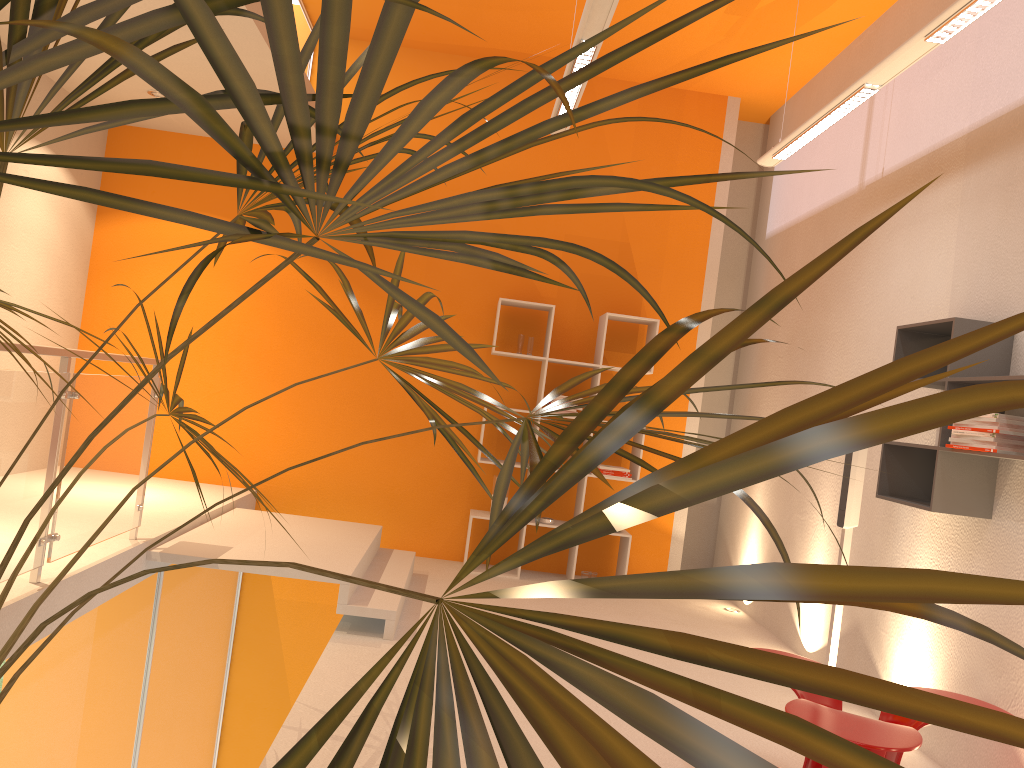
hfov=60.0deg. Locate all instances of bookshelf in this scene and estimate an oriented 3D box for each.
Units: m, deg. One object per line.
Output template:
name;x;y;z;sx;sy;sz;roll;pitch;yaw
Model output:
bookshelf;1.807;0.794;2.366;0.322;2.145;3.370;8;-1;-1
bookshelf;1.054;1.835;5.712;3.516;4.600;1.107;7;-1;45

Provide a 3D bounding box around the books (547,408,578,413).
books;0.372;0.200;6.593;0.190;0.015;0.254;8;-1;-7

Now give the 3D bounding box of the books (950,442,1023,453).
books;1.823;0.243;3.344;0.190;0.011;0.268;8;-1;-6

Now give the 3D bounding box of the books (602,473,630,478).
books;0.726;0.662;6.547;0.268;0.011;0.190;8;-1;-1

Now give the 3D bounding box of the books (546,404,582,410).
books;0.386;0.170;6.583;0.230;0.017;0.227;8;-1;-8

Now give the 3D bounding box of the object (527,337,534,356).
object;-1.041;2.158;3.216;0.351;5.384;6.779;7;-1;17

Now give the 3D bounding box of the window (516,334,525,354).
window;-1.201;2.113;2.228;0.481;5.399;8.922;7;-1;9

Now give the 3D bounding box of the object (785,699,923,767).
object;1.008;1.247;2.697;0.391;0.450;0.420;7;-1;27

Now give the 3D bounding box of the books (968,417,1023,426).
books;1.831;0.143;3.347;0.190;0.015;0.254;8;-1;-6

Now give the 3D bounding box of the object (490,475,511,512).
object;-0.089;0.830;6.560;0.129;0.291;0.129;7;-1;25

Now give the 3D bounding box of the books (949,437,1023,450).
books;1.822;0.229;3.354;0.190;0.015;0.254;8;-1;-12

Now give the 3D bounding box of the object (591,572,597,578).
object;1.401;2.749;0.073;0.102;2.685;13.193;8;-1;-8

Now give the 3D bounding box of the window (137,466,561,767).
window;-1.013;2.639;5.781;2.294;4.526;1.860;8;-1;-3

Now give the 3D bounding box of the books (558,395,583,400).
books;0.396;0.100;6.584;0.230;0.017;0.227;8;-1;-8

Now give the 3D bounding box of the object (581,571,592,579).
object;1.315;2.757;1.383;0.129;2.692;10.507;8;-1;-10

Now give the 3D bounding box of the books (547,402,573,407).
books;0.379;0.154;6.580;0.210;0.013;0.296;8;-1;-3

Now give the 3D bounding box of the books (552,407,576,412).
books;0.371;0.184;6.586;0.190;0.015;0.254;8;-1;-1

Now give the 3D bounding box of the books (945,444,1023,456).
books;1.821;0.255;3.340;0.210;0.013;0.297;8;-1;-8

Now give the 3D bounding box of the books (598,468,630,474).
books;0.731;0.635;6.552;0.254;0.015;0.190;8;-1;-1

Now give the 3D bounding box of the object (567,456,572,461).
object;-1.187;2.549;3.044;0.870;4.604;7.392;7;-1;28

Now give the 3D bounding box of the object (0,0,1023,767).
object;-0.945;0.341;1.697;3.098;2.600;3.241;7;-1;5

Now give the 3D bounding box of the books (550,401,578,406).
books;0.381;0.142;6.584;0.190;0.011;0.268;8;-1;-1

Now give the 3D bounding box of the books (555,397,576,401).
books;0.380;0.114;6.587;0.190;0.015;0.254;8;-1;-1

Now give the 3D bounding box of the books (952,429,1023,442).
books;1.837;0.200;3.345;0.230;0.017;0.227;8;-1;-13

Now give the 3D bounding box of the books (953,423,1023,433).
books;1.832;0.172;3.345;0.190;0.011;0.268;8;-1;-6

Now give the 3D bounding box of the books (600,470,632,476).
books;0.737;0.651;6.549;0.254;0.015;0.190;8;-1;-7

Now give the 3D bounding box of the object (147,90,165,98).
object;-2.292;-1.901;5.764;0.143;0.059;0.143;8;-1;-31

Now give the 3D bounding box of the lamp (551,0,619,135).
lamp;0.405;-1.947;3.484;0.120;1.052;3.195;8;-1;-3

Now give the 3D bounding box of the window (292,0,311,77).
window;-1.509;-2.336;5.808;0.006;0.660;1.860;8;-1;-3

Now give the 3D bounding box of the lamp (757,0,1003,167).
lamp;1.622;-1.785;3.545;0.120;1.052;3.195;8;-1;-3

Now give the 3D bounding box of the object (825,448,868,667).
object;1.619;0.920;4.387;0.116;1.317;0.111;8;-1;-6

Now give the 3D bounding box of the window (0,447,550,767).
window;-1.410;2.536;4.979;0.993;4.599;4.234;7;-1;29

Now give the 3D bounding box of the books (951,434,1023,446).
books;1.822;0.214;3.346;0.190;0.015;0.254;8;-1;-6

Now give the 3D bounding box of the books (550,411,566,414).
books;0.372;0.213;6.583;0.190;0.011;0.268;8;-1;-1

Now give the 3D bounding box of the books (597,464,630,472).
books;0.731;0.618;6.539;0.227;0.017;0.230;8;-1;-8

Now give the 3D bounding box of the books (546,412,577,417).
books;0.370;0.225;6.579;0.210;0.013;0.296;8;-1;-3

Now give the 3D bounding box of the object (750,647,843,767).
object;0.969;1.251;3.246;0.391;0.450;0.420;8;-1;-33

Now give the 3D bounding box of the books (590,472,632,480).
books;0.720;0.674;6.547;0.296;0.013;0.210;8;-1;-3

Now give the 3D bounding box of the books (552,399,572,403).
books;0.381;0.129;6.594;0.190;0.015;0.254;8;-1;-7

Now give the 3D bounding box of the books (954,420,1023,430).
books;1.831;0.159;3.355;0.190;0.015;0.254;8;-1;-12

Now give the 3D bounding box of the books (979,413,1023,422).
books;1.847;0.129;3.346;0.230;0.017;0.227;8;-1;-13

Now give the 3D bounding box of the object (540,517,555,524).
object;0.259;1.004;6.509;0.105;0.035;0.106;7;-1;41

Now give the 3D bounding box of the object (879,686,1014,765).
object;1.455;1.311;2.996;0.420;0.450;0.391;8;-1;-3

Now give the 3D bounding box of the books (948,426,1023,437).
books;1.831;0.184;3.341;0.210;0.013;0.297;8;-1;-8
